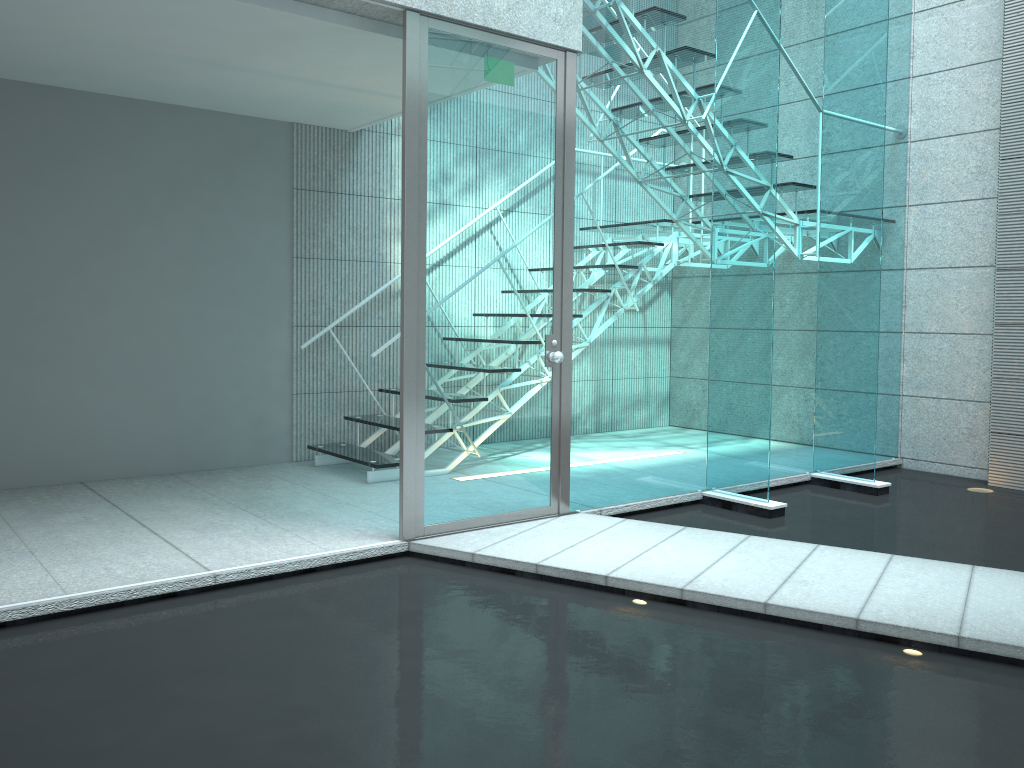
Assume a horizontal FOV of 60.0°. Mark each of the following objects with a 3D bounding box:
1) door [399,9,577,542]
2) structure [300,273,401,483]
[{"bbox_3d":[-0.065,-0.430,3.665,0.865,2.061,0.076,-1,3,-38],"label":"door"},{"bbox_3d":[0.649,-2.525,5.355,3.297,5.999,1.912,-1,3,-38],"label":"structure"}]
